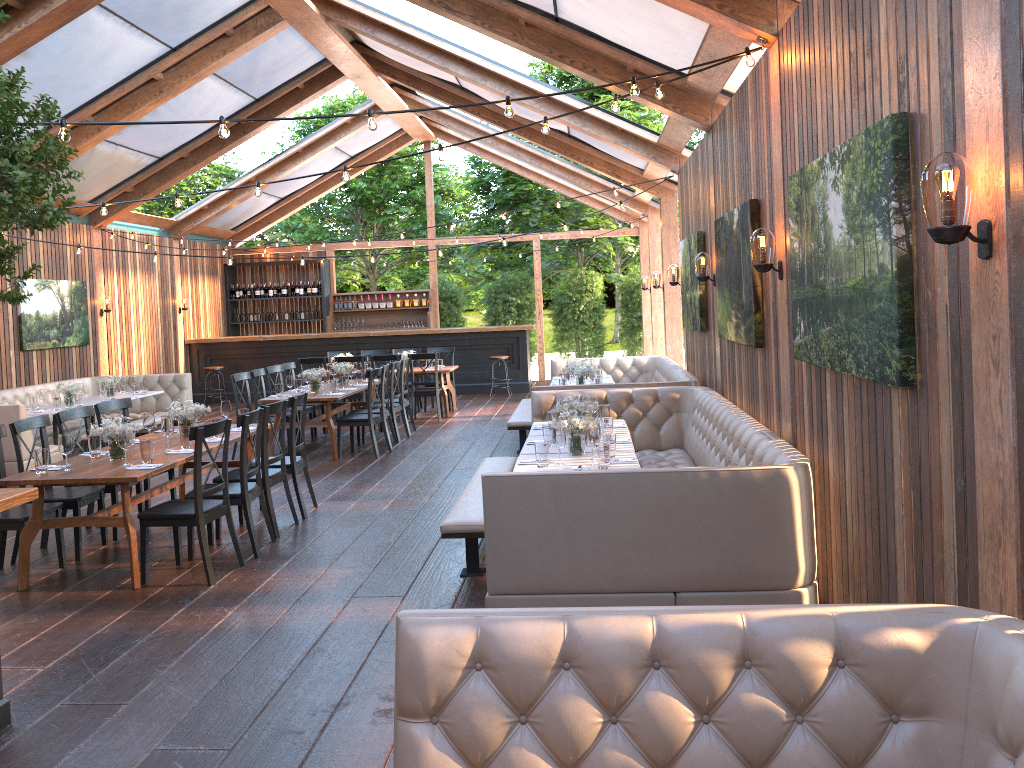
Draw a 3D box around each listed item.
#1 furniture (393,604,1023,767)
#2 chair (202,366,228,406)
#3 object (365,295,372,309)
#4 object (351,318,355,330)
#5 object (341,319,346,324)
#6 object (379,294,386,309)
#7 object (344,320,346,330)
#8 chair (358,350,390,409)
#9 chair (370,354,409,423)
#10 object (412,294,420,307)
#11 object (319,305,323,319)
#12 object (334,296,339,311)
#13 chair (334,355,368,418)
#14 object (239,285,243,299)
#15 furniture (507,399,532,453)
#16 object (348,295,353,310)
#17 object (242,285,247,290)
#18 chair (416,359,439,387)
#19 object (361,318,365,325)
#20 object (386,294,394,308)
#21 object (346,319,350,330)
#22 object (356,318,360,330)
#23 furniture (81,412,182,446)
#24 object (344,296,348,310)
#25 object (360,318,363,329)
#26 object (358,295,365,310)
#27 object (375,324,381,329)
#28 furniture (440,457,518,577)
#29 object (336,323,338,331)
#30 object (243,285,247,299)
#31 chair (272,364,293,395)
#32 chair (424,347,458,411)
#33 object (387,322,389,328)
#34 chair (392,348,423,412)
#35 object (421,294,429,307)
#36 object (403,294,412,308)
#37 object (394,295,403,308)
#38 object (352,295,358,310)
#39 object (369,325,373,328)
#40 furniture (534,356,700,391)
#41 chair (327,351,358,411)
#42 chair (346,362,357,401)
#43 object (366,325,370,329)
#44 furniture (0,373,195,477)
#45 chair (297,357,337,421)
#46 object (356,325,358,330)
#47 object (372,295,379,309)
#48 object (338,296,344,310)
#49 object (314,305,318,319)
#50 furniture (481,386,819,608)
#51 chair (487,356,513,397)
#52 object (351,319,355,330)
[{"bbox_3d":[0.368,1.238,0.433,1.709,0.857,4.173,-2,5,5],"label":"furniture"},{"bbox_3d":[-5.672,0.045,16.884,0.467,0.734,0.469,-2,3,12],"label":"chair"},{"bbox_3d":[-3.132,-1.791,19.343,0.138,0.310,0.138,-2,2,5],"label":"object"},{"bbox_3d":[-3.477,-1.311,19.376,0.092,0.244,0.092,-2,2,25],"label":"object"},{"bbox_3d":[-3.676,-1.296,19.296,0.092,0.244,0.092,-2,2,25],"label":"object"},{"bbox_3d":[-2.824,-1.800,19.305,0.138,0.310,0.138,-2,2,0],"label":"object"},{"bbox_3d":[-3.683,-1.304,19.396,0.092,0.244,0.092,-3,2,-20],"label":"object"},{"bbox_3d":[-2.314,-0.048,14.781,0.477,1.018,0.541,-2,2,5],"label":"chair"},{"bbox_3d":[-1.863,0.052,13.477,0.477,1.018,0.541,-2,2,5],"label":"chair"},{"bbox_3d":[-2.089,-1.813,19.235,0.176,0.288,0.110,-2,2,0],"label":"object"},{"bbox_3d":[-4.136,-1.563,19.173,0.094,0.308,0.094,-1,2,31],"label":"object"},{"bbox_3d":[-3.846,-1.772,19.424,0.094,0.318,0.095,-2,2,5],"label":"object"},{"bbox_3d":[-2.421,0.072,13.525,0.477,1.018,0.541,-2,2,0],"label":"chair"},{"bbox_3d":[-5.899,-2.005,19.273,0.077,0.306,0.077,-2,2,21],"label":"object"},{"bbox_3d":[0.198,0.497,11.062,0.313,0.398,2.337,-2,5,5],"label":"furniture"},{"bbox_3d":[-3.543,-1.780,19.367,0.094,0.318,0.095,-2,2,0],"label":"object"},{"bbox_3d":[-5.866,-2.019,19.379,0.136,0.315,0.136,-4,2,-33],"label":"object"},{"bbox_3d":[-1.587,-0.099,16.533,0.467,0.734,0.469,-1,3,29],"label":"chair"},{"bbox_3d":[-3.246,-1.310,19.258,0.092,0.244,0.092,-3,2,-20],"label":"object"},{"bbox_3d":[-2.665,-1.808,19.312,0.138,0.310,0.138,-2,2,10],"label":"object"},{"bbox_3d":[-3.563,-1.299,19.279,0.092,0.244,0.092,-2,2,25],"label":"object"},{"bbox_3d":[-3.353,-1.306,19.259,0.092,0.244,0.092,-3,2,-20],"label":"object"},{"bbox_3d":[-4.791,0.672,11.491,0.313,0.398,2.337,-2,5,5],"label":"furniture"},{"bbox_3d":[-3.641,-1.780,19.410,0.094,0.318,0.095,-2,2,0],"label":"object"},{"bbox_3d":[-3.278,-1.319,19.368,0.092,0.244,0.092,-3,2,-20],"label":"object"},{"bbox_3d":[-3.288,-1.786,19.361,0.138,0.310,0.138,-2,2,10],"label":"object"},{"bbox_3d":[-2.908,-1.251,19.263,0.124,0.096,0.124,-3,4,-6],"label":"object"},{"bbox_3d":[-0.184,0.928,6.560,0.313,0.398,2.337,-2,5,5],"label":"furniture"},{"bbox_3d":[-3.814,-1.253,19.221,0.070,0.185,0.070,-2,2,9],"label":"object"},{"bbox_3d":[-5.812,-2.008,19.244,0.077,0.308,0.077,-3,2,-17],"label":"object"},{"bbox_3d":[-4.311,-0.003,16.767,0.468,0.734,0.469,-3,3,-12],"label":"chair"},{"bbox_3d":[-1.199,-0.087,14.685,0.477,1.018,0.541,-2,2,10],"label":"chair"},{"bbox_3d":[-2.667,-1.281,19.288,0.097,0.134,0.097,-3,3,-9],"label":"object"},{"bbox_3d":[-1.756,-0.068,14.733,0.477,1.018,0.541,-2,2,0],"label":"chair"},{"bbox_3d":[-1.900,-1.823,19.254,0.176,0.288,0.110,-2,2,10],"label":"object"},{"bbox_3d":[-2.278,-1.810,19.291,0.176,0.288,0.110,-2,2,10],"label":"object"},{"bbox_3d":[-2.473,-1.801,19.286,0.176,0.288,0.110,-2,2,0],"label":"object"},{"bbox_3d":[-3.437,-1.785,19.375,0.094,0.318,0.095,-2,2,15],"label":"object"},{"bbox_3d":[-3.061,-1.241,19.220,0.124,0.096,0.124,-1,4,16],"label":"object"},{"bbox_3d":[1.262,0.229,10.975,1.709,0.857,4.173,-2,5,5],"label":"furniture"},{"bbox_3d":[-2.872,-0.029,14.829,0.477,1.018,0.541,-2,2,0],"label":"chair"},{"bbox_3d":[-2.949,-0.051,16.650,0.468,0.734,0.468,-3,3,-20],"label":"chair"},{"bbox_3d":[-3.145,-1.249,19.355,0.124,0.096,0.124,-1,4,16],"label":"object"},{"bbox_3d":[-5.906,0.480,11.585,1.709,0.857,4.173,-2,5,5],"label":"furniture"},{"bbox_3d":[-2.979,0.091,13.573,0.477,1.018,0.541,-2,2,5],"label":"chair"},{"bbox_3d":[-3.380,-1.315,19.373,0.092,0.244,0.092,-3,2,-20],"label":"object"},{"bbox_3d":[-2.973,-1.796,19.325,0.138,0.310,0.138,-2,2,10],"label":"object"},{"bbox_3d":[-3.745,-1.773,19.388,0.094,0.318,0.095,-2,2,20],"label":"object"},{"bbox_3d":[-4.242,-1.556,19.146,0.094,0.308,0.094,-2,2,6],"label":"object"},{"bbox_3d":[0.879,0.661,6.460,1.709,0.857,4.173,-2,5,5],"label":"furniture"},{"bbox_3d":[-0.225,-0.146,16.415,0.468,0.734,0.469,-3,3,-8],"label":"chair"},{"bbox_3d":[-3.453,-1.303,19.278,0.092,0.244,0.092,-3,2,-20],"label":"object"}]
